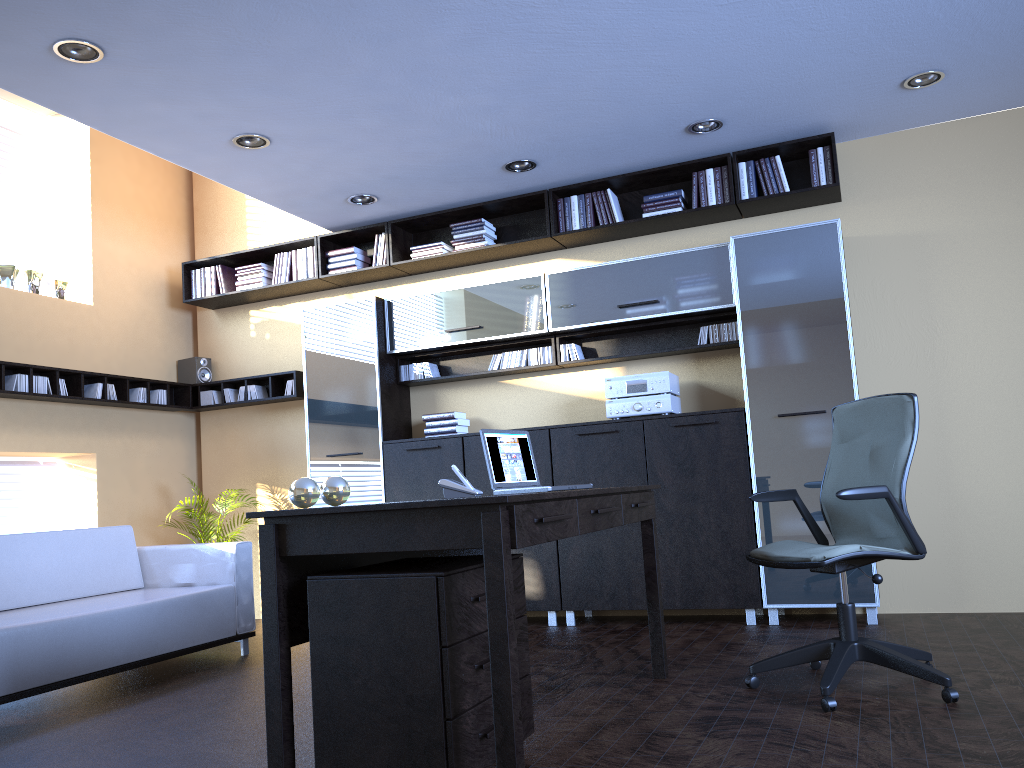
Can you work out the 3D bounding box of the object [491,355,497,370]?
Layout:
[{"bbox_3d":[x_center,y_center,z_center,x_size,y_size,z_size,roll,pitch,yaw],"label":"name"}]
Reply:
[{"bbox_3d":[-0.105,-0.150,6.478,0.059,0.112,0.142,-6,-7,22],"label":"object"}]

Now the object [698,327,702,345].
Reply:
[{"bbox_3d":[1.268,-0.310,5.923,0.040,0.118,0.142,-6,-7,22],"label":"object"}]

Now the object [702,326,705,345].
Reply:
[{"bbox_3d":[1.292,-0.314,5.914,0.030,0.119,0.142,-6,-7,22],"label":"object"}]

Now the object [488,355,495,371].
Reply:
[{"bbox_3d":[-0.126,-0.149,6.481,0.059,0.112,0.142,-6,-7,21],"label":"object"}]

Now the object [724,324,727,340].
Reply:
[{"bbox_3d":[1.423,-0.329,5.861,0.009,0.120,0.142,-6,-7,22],"label":"object"}]

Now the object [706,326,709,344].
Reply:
[{"bbox_3d":[1.310,-0.316,5.905,0.030,0.119,0.142,-6,-7,22],"label":"object"}]

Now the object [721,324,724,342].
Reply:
[{"bbox_3d":[1.401,-0.328,5.860,0.009,0.120,0.142,-6,-7,22],"label":"object"}]

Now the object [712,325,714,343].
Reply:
[{"bbox_3d":[1.347,-0.321,5.887,0.009,0.120,0.142,-6,-7,22],"label":"object"}]

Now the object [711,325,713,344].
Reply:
[{"bbox_3d":[1.335,-0.321,5.882,0.009,0.124,0.142,-6,-7,22],"label":"object"}]

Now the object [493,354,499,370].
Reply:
[{"bbox_3d":[-0.087,-0.153,6.467,0.055,0.109,0.140,-6,-7,22],"label":"object"}]

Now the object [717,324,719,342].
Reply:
[{"bbox_3d":[1.374,-0.324,5.875,0.009,0.120,0.142,-6,-7,22],"label":"object"}]

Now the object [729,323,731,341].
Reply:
[{"bbox_3d":[1.449,-0.333,5.847,0.006,0.118,0.140,-6,-7,22],"label":"object"}]

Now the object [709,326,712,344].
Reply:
[{"bbox_3d":[1.329,-0.319,5.896,0.009,0.120,0.142,-6,-7,22],"label":"object"}]

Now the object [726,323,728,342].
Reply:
[{"bbox_3d":[1.431,-0.330,5.855,0.009,0.120,0.142,-6,-7,22],"label":"object"}]

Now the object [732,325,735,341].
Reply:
[{"bbox_3d":[1.468,-0.335,5.839,0.009,0.120,0.142,-6,-7,22],"label":"object"}]

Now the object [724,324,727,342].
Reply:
[{"bbox_3d":[1.422,-0.329,5.859,0.006,0.118,0.140,-6,-7,22],"label":"object"}]

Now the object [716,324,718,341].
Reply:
[{"bbox_3d":[1.370,-0.325,5.864,0.006,0.118,0.140,-6,-7,22],"label":"object"}]

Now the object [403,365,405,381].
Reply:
[{"bbox_3d":[-0.788,-0.075,6.753,0.006,0.118,0.140,-6,-7,22],"label":"object"}]

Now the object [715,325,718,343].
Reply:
[{"bbox_3d":[1.367,-0.323,5.884,0.009,0.120,0.142,-6,-7,22],"label":"object"}]

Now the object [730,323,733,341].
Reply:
[{"bbox_3d":[1.456,-0.335,5.835,0.009,0.120,0.142,-6,-7,22],"label":"object"}]

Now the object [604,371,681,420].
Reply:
[{"bbox_3d":[0.871,0.090,5.890,0.430,0.281,0.363,-6,-7,22],"label":"object"}]

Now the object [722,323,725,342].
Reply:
[{"bbox_3d":[1.409,-0.329,5.854,0.009,0.120,0.142,-6,-7,22],"label":"object"}]

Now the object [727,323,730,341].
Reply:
[{"bbox_3d":[1.438,-0.332,5.845,0.009,0.120,0.142,-6,-7,22],"label":"object"}]

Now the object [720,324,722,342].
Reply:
[{"bbox_3d":[1.396,-0.326,5.875,0.006,0.118,0.140,-6,-7,22],"label":"object"}]

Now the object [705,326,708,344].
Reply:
[{"bbox_3d":[1.307,-0.317,5.898,0.026,0.117,0.140,-6,-7,22],"label":"object"}]

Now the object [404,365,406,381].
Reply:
[{"bbox_3d":[-0.779,-0.076,6.748,0.009,0.120,0.142,-6,-7,22],"label":"object"}]

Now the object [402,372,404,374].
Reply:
[{"bbox_3d":[-0.796,-0.074,6.760,0.009,0.120,0.142,-6,-7,22],"label":"object"}]

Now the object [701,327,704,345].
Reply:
[{"bbox_3d":[1.282,-0.313,5.918,0.030,0.119,0.142,-6,-7,22],"label":"object"}]

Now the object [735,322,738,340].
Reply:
[{"bbox_3d":[1.483,-0.338,5.822,0.009,0.120,0.142,-6,-7,22],"label":"object"}]

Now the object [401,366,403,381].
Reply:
[{"bbox_3d":[-0.807,-0.073,6.759,0.009,0.120,0.142,-6,-7,22],"label":"object"}]

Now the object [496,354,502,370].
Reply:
[{"bbox_3d":[-0.068,-0.155,6.461,0.055,0.109,0.140,-6,-7,22],"label":"object"}]

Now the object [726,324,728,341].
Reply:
[{"bbox_3d":[1.428,-0.331,5.847,0.006,0.118,0.140,-6,-7,22],"label":"object"}]

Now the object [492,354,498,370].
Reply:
[{"bbox_3d":[-0.096,-0.152,6.474,0.059,0.112,0.142,-6,-7,22],"label":"object"}]

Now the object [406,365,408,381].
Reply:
[{"bbox_3d":[-0.768,-0.077,6.750,0.009,0.120,0.142,-6,-7,22],"label":"object"}]

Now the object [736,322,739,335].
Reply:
[{"bbox_3d":[1.494,-0.339,5.823,0.009,0.120,0.142,-6,-7,22],"label":"object"}]

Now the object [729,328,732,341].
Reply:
[{"bbox_3d":[1.451,-0.332,5.851,0.009,0.120,0.142,-6,-7,22],"label":"object"}]

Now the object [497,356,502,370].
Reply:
[{"bbox_3d":[-0.066,-0.154,6.468,0.059,0.112,0.142,-6,-7,22],"label":"object"}]

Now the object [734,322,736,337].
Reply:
[{"bbox_3d":[1.476,-0.336,5.832,0.009,0.120,0.142,-6,-7,22],"label":"object"}]

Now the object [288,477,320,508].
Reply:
[{"bbox_3d":[-0.703,0.368,3.001,0.105,0.105,0.105,-9,-8,41],"label":"object"}]

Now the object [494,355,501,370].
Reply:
[{"bbox_3d":[-0.077,-0.153,6.469,0.059,0.112,0.142,-6,-7,22],"label":"object"}]

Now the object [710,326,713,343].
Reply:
[{"bbox_3d":[1.339,-0.320,5.894,0.009,0.120,0.142,-6,-7,22],"label":"object"}]

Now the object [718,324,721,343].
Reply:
[{"bbox_3d":[1.382,-0.326,5.868,0.009,0.120,0.142,-6,-7,22],"label":"object"}]

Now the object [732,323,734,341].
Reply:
[{"bbox_3d":[1.467,-0.335,5.837,0.006,0.118,0.140,-6,-7,22],"label":"object"}]

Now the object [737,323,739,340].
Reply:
[{"bbox_3d":[1.492,-0.339,5.818,0.006,0.118,0.140,-6,-7,22],"label":"object"}]

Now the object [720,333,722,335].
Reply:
[{"bbox_3d":[1.399,-0.325,5.881,0.009,0.120,0.142,-6,-7,22],"label":"object"}]

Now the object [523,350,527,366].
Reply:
[{"bbox_3d":[0.119,-0.180,6.384,0.036,0.115,0.140,-6,-7,22],"label":"object"}]

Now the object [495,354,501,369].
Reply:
[{"bbox_3d":[-0.077,-0.153,6.467,0.055,0.109,0.140,-6,-7,22],"label":"object"}]

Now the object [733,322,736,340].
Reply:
[{"bbox_3d":[1.473,-0.337,5.825,0.006,0.118,0.140,-6,-7,22],"label":"object"}]

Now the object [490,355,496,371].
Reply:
[{"bbox_3d":[-0.112,-0.149,6.487,0.059,0.112,0.142,-6,-7,22],"label":"object"}]

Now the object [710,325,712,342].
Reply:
[{"bbox_3d":[1.336,-0.320,5.888,0.006,0.118,0.140,-6,-7,22],"label":"object"}]

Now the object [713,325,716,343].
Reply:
[{"bbox_3d":[1.352,-0.323,5.874,0.009,0.120,0.142,-6,-7,22],"label":"object"}]

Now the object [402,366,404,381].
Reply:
[{"bbox_3d":[-0.797,-0.074,6.756,0.006,0.118,0.140,-6,-7,22],"label":"object"}]

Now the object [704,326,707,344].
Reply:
[{"bbox_3d":[1.301,-0.315,5.910,0.030,0.119,0.142,-6,-7,22],"label":"object"}]
